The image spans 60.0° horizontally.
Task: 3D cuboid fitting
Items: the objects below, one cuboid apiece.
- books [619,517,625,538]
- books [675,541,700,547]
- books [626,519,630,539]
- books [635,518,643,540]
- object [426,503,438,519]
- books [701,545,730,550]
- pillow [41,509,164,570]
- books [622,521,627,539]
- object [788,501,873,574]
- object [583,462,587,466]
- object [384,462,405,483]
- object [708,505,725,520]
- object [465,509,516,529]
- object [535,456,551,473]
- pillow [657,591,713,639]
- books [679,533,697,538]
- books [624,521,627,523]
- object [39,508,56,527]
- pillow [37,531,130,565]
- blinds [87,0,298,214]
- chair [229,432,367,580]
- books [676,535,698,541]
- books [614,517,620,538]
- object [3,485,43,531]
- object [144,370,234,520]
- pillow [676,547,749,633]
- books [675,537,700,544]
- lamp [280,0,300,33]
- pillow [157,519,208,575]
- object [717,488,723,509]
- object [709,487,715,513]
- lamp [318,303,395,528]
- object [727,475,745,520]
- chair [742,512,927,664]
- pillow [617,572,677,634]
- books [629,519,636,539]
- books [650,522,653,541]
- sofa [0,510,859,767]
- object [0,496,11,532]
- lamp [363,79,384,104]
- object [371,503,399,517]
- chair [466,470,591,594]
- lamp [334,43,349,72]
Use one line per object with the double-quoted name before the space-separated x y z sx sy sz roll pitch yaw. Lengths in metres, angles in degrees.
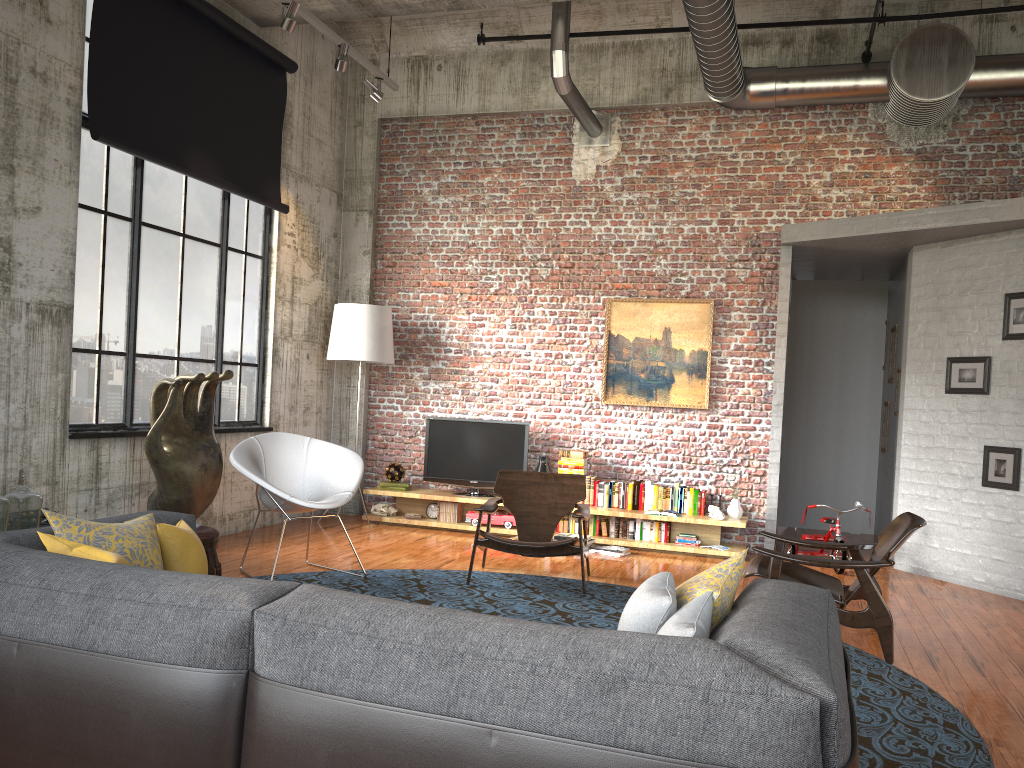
"books" 1.067 1.379 8.599 0.033 0.225 0.105 3 1 18
"books" 1.659 1.504 8.378 0.214 0.026 0.149 3 -1 17
"books" 1.135 1.404 8.594 0.028 0.182 0.120 3 1 18
"books" 1.229 1.390 8.565 0.040 0.219 0.133 3 1 18
"object" -0.813 1.322 9.219 0.168 0.172 0.068 3 1 19
"books" 1.896 1.518 8.269 0.230 0.023 0.169 2 -1 38
"pillow" -1.420 0.662 3.200 0.260 0.446 0.537 3 0 25
"books" 1.099 1.415 8.593 0.036 0.156 0.108 3 1 18
"object" 6.618 1.466 2.685 20.820 0.657 8.772 3 -1 17
"object" 0.609 0.789 8.870 0.248 0.031 0.178 3 -1 17
"object" -1.236 0.934 9.357 0.215 0.208 0.216 3 0 7
"object" 1.913 1.204 8.274 0.123 0.123 0.251 3 0 -27
"object" -0.157 1.347 8.917 0.600 0.174 0.244 3 0 9
"object" 0.311 0.957 8.985 0.268 0.456 0.267 2 1 -42
"pillow" 0.460 0.753 2.469 0.168 0.319 0.434 3 0 17
"books" 1.663 1.432 8.378 0.154 0.019 0.108 3 -1 17
"books" 1.100 1.414 8.593 0.032 0.151 0.105 3 1 18
"object" -2.939 0.894 5.613 0.381 0.153 0.424 3 -1 18
"pillow" -1.377 0.679 2.945 0.404 0.371 0.228 3 1 27
"blinds" -2.528 -2.403 7.367 0.150 1.464 2.444 3 0 18
"chair" -1.565 0.891 6.500 1.058 1.031 0.805 3 0 -33
"books" 1.659 1.454 8.380 0.192 0.024 0.132 3 -1 22
"books" 1.033 1.397 8.623 0.043 0.187 0.143 3 0 18
"object" -2.939 0.789 5.317 0.163 0.361 0.163 3 1 20
"object" -2.501 0.519 6.695 0.455 1.297 0.728 3 1 29
"pillow" 0.582 0.760 2.830 0.260 0.446 0.537 3 0 25
"books" 1.660 1.478 8.378 0.214 0.025 0.149 3 -1 2
"lamp" -1.690 -2.768 6.717 0.165 0.251 0.102 3 1 43
"pillow" -1.293 0.691 3.505 0.168 0.319 0.434 3 0 -8
"object" 2.008 1.132 8.558 0.057 0.273 0.057 3 1 -23
"object" 1.938 1.129 8.595 0.057 0.273 0.057 3 1 -23
"lamp" -1.585 0.324 9.152 0.706 2.244 0.694 4 1 40
"object" 2.105 1.047 8.327 0.197 0.446 0.233 3 1 5
"chair" 1.969 1.180 5.489 1.042 0.793 0.875 3 0 18
"pillow" 0.400 0.733 2.658 0.171 0.315 0.364 3 0 7
"books" 1.168 1.403 8.582 0.043 0.186 0.129 3 1 18
"books" 1.352 1.418 8.525 0.028 0.174 0.127 3 1 18
"sofa" -0.494 0.993 2.841 3.002 0.861 1.363 3 0 19
"object" -3.009 0.783 5.096 0.163 0.361 0.163 3 1 16
"lamp" -1.269 -2.720 8.235 0.226 0.215 0.102 3 1 -31
"object" -1.326 1.314 9.280 0.273 0.133 0.183 3 0 26
"chair" 0.166 1.105 6.779 0.875 0.793 1.043 3 0 8
"lamp" -1.444 -2.745 7.506 0.102 0.251 0.165 3 1 -27
